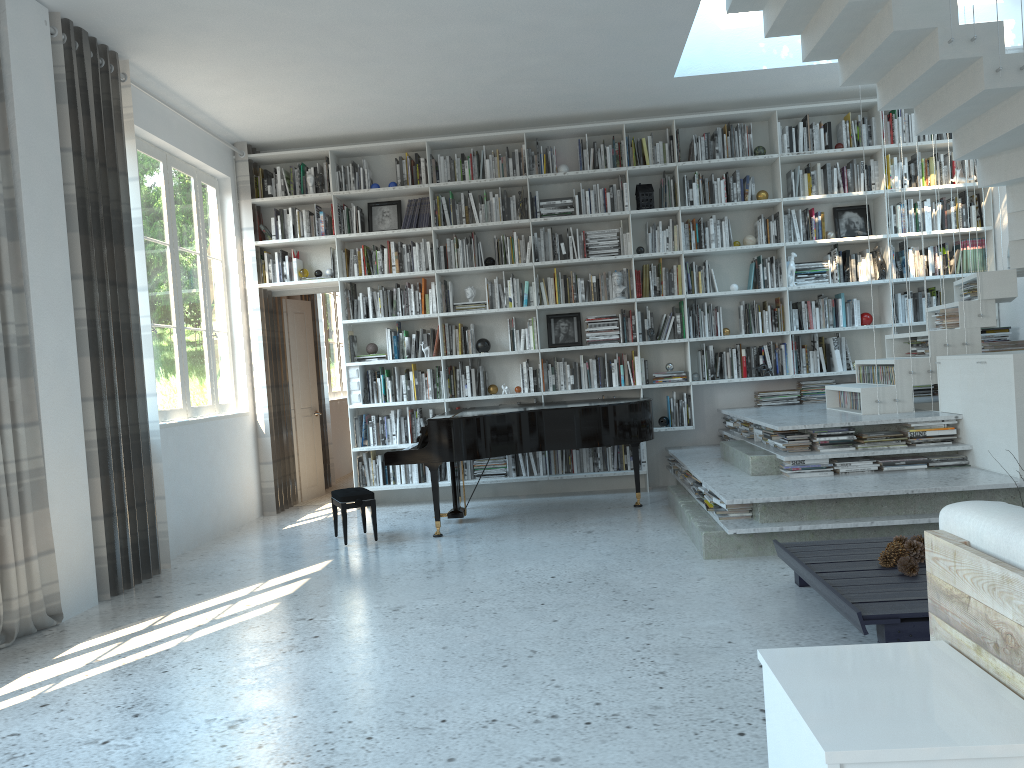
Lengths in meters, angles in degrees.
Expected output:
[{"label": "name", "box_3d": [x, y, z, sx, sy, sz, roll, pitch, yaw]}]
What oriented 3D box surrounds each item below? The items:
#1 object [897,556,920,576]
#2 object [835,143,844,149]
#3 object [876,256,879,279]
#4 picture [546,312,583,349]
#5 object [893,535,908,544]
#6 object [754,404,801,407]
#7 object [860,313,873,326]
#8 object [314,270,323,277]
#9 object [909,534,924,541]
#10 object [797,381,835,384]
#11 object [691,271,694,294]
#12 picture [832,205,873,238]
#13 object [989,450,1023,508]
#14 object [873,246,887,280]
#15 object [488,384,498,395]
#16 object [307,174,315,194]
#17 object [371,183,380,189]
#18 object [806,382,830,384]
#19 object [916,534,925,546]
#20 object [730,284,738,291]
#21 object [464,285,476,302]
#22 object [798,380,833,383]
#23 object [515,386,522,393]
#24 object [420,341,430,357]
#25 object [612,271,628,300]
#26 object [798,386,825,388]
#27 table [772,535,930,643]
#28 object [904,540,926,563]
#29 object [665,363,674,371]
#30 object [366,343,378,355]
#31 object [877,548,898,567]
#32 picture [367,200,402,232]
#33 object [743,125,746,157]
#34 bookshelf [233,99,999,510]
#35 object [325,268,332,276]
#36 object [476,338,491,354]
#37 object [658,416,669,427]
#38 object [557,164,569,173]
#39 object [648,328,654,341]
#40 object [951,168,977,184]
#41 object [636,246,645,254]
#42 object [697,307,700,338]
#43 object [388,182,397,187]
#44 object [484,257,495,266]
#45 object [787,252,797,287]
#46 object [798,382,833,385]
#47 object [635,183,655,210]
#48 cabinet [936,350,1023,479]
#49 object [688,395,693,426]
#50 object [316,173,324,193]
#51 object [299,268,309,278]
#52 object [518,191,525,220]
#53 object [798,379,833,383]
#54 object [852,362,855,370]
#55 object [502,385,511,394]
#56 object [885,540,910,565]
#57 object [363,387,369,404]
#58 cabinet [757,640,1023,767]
[{"label": "object", "box_3d": [1.562, 0.718, 3.490, 0.081, 0.083, 0.098, -4, 1, 9]}, {"label": "object", "box_3d": [2.739, -1.981, 7.424, 0.071, 0.072, 0.071, -5, 2, -37]}, {"label": "object", "box_3d": [3.081, -0.971, 7.521, 0.022, 0.212, 0.178, -4, 1, 4]}, {"label": "picture", "box_3d": [0.459, -0.469, 7.773, 0.300, 0.300, 0.077, -4, 2, 4]}, {"label": "object", "box_3d": [1.656, 0.688, 3.765, 0.090, 0.106, 0.097, -3, 1, 25]}, {"label": "object", "box_3d": [2.276, 0.182, 7.615, 0.345, 0.007, 0.193, -4, 1, -1]}, {"label": "object", "box_3d": [2.997, -0.548, 7.519, 0.115, 0.116, 0.115, -4, 1, -18]}, {"label": "object", "box_3d": [-1.710, -0.973, 7.835, 0.071, 0.072, 0.071, -4, 1, -18]}, {"label": "object", "box_3d": [1.774, 0.701, 3.866, 0.078, 0.084, 0.098, -4, 1, 4]}, {"label": "object", "box_3d": [2.600, -0.016, 7.600, 0.285, 0.005, 0.159, -4, 1, 4]}, {"label": "object", "box_3d": [1.547, -0.863, 7.635, 0.013, 0.208, 0.140, -4, 1, 4]}, {"label": "picture", "box_3d": [2.912, -1.375, 7.580, 0.300, 0.300, 0.077, -4, 2, 4]}, {"label": "object", "box_3d": [1.995, 0.450, 3.417, 0.309, 0.522, 0.435, -3, 2, 34]}, {"label": "object", "box_3d": [3.068, -1.004, 7.382, 0.087, 0.288, 0.075, -3, 2, 39]}, {"label": "object", "box_3d": [-0.168, 0.049, 7.770, 0.091, 0.092, 0.091, -4, 1, -18]}, {"label": "object", "box_3d": [-1.740, -1.719, 7.683, 0.067, 0.198, 0.067, -6, 2, -44]}, {"label": "object", "box_3d": [-1.195, -1.714, 7.759, 0.082, 0.083, 0.082, -4, 1, -18]}, {"label": "object", "box_3d": [2.600, -0.010, 7.600, 0.254, 0.006, 0.161, -4, 1, 4]}, {"label": "object", "box_3d": [1.772, 0.687, 3.756, 0.097, 0.102, 0.099, -5, 1, -26]}, {"label": "object", "box_3d": [1.894, -0.819, 7.561, 0.071, 0.072, 0.071, -5, 2, -37]}, {"label": "object", "box_3d": [-0.365, -0.789, 7.767, 0.095, 0.157, 0.121, -4, 1, 18]}, {"label": "object", "box_3d": [2.600, -0.021, 7.597, 0.254, 0.006, 0.161, -4, 1, 5]}, {"label": "object", "box_3d": [0.054, 0.050, 7.713, 0.061, 0.062, 0.061, -5, 2, -37]}, {"label": "object", "box_3d": [-0.748, -0.298, 7.649, 0.081, 0.140, 0.044, -4, 2, -12]}, {"label": "object", "box_3d": [0.906, -0.833, 7.542, 0.137, 0.244, 0.138, -5, 2, -31]}, {"label": "object", "box_3d": [2.600, 0.023, 7.601, 0.254, 0.006, 0.161, -4, 1, 4]}, {"label": "table", "box_3d": [1.846, 0.822, 3.586, 1.270, 0.218, 1.257, -4, 1, 4]}, {"label": "object", "box_3d": [1.674, 0.696, 3.690, 0.108, 0.108, 0.094, -5, 1, -28]}, {"label": "object", "box_3d": [1.346, -0.145, 7.570, 0.071, 0.072, 0.071, -5, 2, -37]}, {"label": "object", "box_3d": [-1.234, -0.309, 7.820, 0.105, 0.106, 0.105, -4, 1, -18]}, {"label": "object", "box_3d": [1.548, 0.719, 3.650, 0.082, 0.085, 0.082, -4, 1, 19]}, {"label": "picture", "box_3d": [-1.124, -1.468, 7.845, 0.300, 0.300, 0.077, -4, 2, 4]}, {"label": "object", "box_3d": [1.973, -2.043, 7.572, 0.006, 0.298, 0.129, -4, 1, 4]}, {"label": "bookshelf", "box_3d": [0.848, -0.618, 7.628, 6.297, 3.143, 0.330, -4, 2, 4]}, {"label": "object", "box_3d": [-1.606, -0.981, 7.807, 0.071, 0.072, 0.071, -4, 1, -18]}, {"label": "object", "box_3d": [-0.251, -0.333, 7.753, 0.133, 0.135, 0.133, -5, 2, -37]}, {"label": "object", "box_3d": [1.296, 0.322, 7.575, 0.093, 0.095, 0.093, -5, 2, -37]}, {"label": "object", "box_3d": [0.441, -1.838, 7.635, 0.105, 0.106, 0.104, -4, 1, -18]}, {"label": "object", "box_3d": [1.179, -0.419, 7.513, 0.054, 0.113, 0.079, -4, 1, 3]}, {"label": "object", "box_3d": [3.723, -1.714, 7.329, 0.203, 0.137, 0.095, -4, 1, 20]}, {"label": "object", "box_3d": [1.093, -1.136, 7.555, 0.071, 0.072, 0.071, -5, 2, -37]}, {"label": "object", "box_3d": [1.599, -0.528, 7.660, 0.007, 0.266, 0.135, -4, 1, 4]}, {"label": "object", "box_3d": [-1.038, -1.725, 7.748, 0.082, 0.083, 0.082, -4, 1, -18]}, {"label": "object", "box_3d": [-0.193, -1.055, 7.706, 0.097, 0.098, 0.097, -5, 2, -37]}, {"label": "object", "box_3d": [2.338, -0.953, 7.414, 0.087, 0.288, 0.075, -3, 2, 39]}, {"label": "object", "box_3d": [2.601, -0.005, 7.600, 0.254, 0.006, 0.161, -4, 1, 4]}, {"label": "object", "box_3d": [1.133, -1.590, 7.565, 0.135, 0.248, 0.135, -4, 1, -6]}, {"label": "cabinet", "box_3d": [2.971, 0.147, 5.215, 0.551, 0.668, 0.992, -4, 1, 4]}, {"label": "object", "box_3d": [1.530, 0.223, 7.590, 0.011, 0.260, 0.142, -4, 1, 4]}, {"label": "object", "box_3d": [-1.660, -1.725, 7.678, 0.067, 0.198, 0.067, -6, 2, -44]}, {"label": "object", "box_3d": [-1.829, -0.972, 7.794, 0.087, 0.088, 0.087, -5, 2, -37]}, {"label": "object", "box_3d": [0.083, -1.519, 7.571, 0.075, 0.255, 0.075, -5, 2, -17]}, {"label": "object", "box_3d": [2.599, -0.026, 7.588, 0.285, 0.005, 0.159, -4, 1, 9]}, {"label": "object", "box_3d": [2.922, -0.155, 7.560, 0.071, 0.072, 0.071, -5, 2, -37]}, {"label": "object", "box_3d": [-0.053, 0.042, 7.696, 0.060, 0.095, 0.078, -4, 1, 21]}, {"label": "object", "box_3d": [1.603, 0.706, 3.701, 0.110, 0.101, 0.114, -4, 1, -14]}, {"label": "object", "box_3d": [-1.276, 0.103, 7.717, 0.045, 0.146, 0.045, -3, 2, 42]}, {"label": "cabinet", "box_3d": [0.705, 0.792, 1.612, 0.380, 0.487, 0.502, -4, 1, 4]}]
